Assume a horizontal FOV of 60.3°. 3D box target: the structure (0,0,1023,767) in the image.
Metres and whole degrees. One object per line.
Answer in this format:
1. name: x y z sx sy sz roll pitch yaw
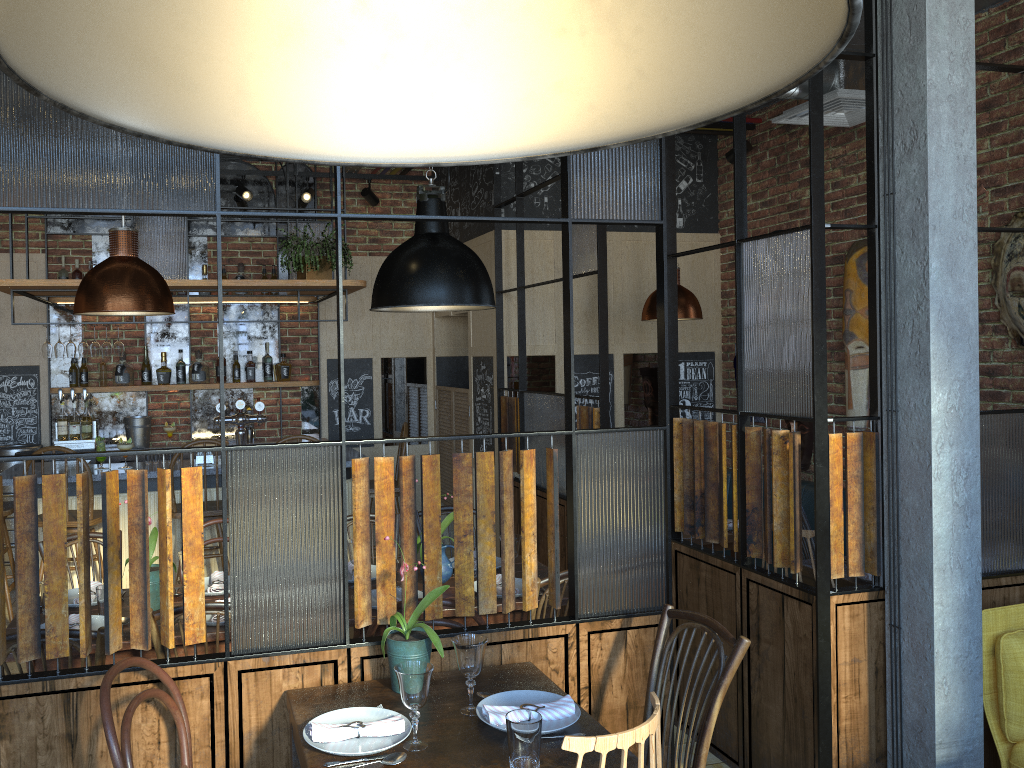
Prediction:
1. structure: -1.788 -0.106 4.415 5.599 3.325 6.296 -2 2 -34

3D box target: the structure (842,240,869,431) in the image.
1. structure: 2.009 -0.285 5.167 0.091 1.120 0.238 -1 1 -19

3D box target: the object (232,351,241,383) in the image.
1. object: -2.260 -0.140 7.226 0.063 0.263 0.069 -2 1 -37

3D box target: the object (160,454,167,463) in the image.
1. object: -2.349 0.502 5.939 0.040 0.059 0.043 -2 1 -28

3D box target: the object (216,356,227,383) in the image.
1. object: -2.379 -0.157 7.206 0.086 0.302 0.086 -1 1 2

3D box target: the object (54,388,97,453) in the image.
1. object: -3.400 0.274 6.851 0.303 0.492 0.210 -1 1 -17

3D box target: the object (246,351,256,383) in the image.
1. object: -2.152 -0.143 7.254 0.076 0.263 0.080 -1 1 -17

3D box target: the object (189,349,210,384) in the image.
1. object: -2.537 -0.141 7.142 0.168 0.283 0.123 -1 1 -3

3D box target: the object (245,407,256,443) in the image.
1. object: -2.334 0.342 7.172 0.479 0.288 0.090 -2 1 -15

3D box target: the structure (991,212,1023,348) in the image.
1. structure: 2.420 -0.468 4.018 0.123 0.726 0.605 -1 1 -20

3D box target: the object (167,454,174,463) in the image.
1. object: -2.303 0.501 5.942 0.040 0.059 0.043 -2 1 -28

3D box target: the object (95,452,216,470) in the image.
1. object: -2.311 0.487 5.722 0.748 0.106 0.205 -2 2 -16

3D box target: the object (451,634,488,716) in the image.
1. object: -0.110 0.774 2.342 0.094 0.191 0.103 -2 1 -42

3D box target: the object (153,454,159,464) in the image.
1. object: -2.388 0.504 5.910 0.040 0.059 0.043 -2 1 -28

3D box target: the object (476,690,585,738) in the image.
1. object: 0.036 0.843 2.302 0.264 0.051 0.332 -2 2 -15

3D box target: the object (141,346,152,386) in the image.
1. object: -2.928 -0.148 7.050 0.077 0.318 0.084 -2 1 -37

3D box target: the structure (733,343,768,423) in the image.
1. structure: 1.650 -0.012 6.192 0.111 0.559 0.333 -1 1 -19

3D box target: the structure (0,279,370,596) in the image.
1. structure: -2.328 0.403 6.397 2.281 2.173 1.786 -2 1 -17

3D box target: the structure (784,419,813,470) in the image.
1. structure: 1.830 0.231 5.674 0.156 0.655 0.267 -1 1 -19

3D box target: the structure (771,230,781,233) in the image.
1. structure: 1.764 -0.713 5.867 0.077 0.619 0.682 -1 1 -22

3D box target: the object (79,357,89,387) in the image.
1. object: -3.362 -0.106 6.923 0.063 0.263 0.069 -2 1 -31

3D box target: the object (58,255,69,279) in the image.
1. object: -3.514 -0.841 6.905 0.076 0.329 0.075 -1 1 6

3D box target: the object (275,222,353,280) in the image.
1. object: -1.259 -0.871 5.879 0.476 0.369 0.635 -2 2 -40

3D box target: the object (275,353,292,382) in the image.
1. object: -1.896 -0.137 7.312 0.138 0.235 0.093 -2 1 -31

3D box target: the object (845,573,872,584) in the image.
1. object: 1.519 0.767 3.521 0.264 0.051 0.332 -2 2 -15

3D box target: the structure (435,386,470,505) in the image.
1. structure: -2.225 0.610 5.888 4.771 0.994 1.330 -3 2 -43

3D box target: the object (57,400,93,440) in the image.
1. object: -3.405 0.280 6.865 0.253 0.303 0.087 -1 1 -15

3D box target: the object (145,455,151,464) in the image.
1. object: -2.436 0.506 5.897 0.040 0.059 0.043 -2 1 -28

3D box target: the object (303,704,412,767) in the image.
1. object: -0.379 0.856 2.175 0.264 0.051 0.332 -2 2 -15

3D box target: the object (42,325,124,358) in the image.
1. object: -2.764 -0.275 5.679 0.486 0.208 0.067 -2 1 -15

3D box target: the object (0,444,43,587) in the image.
1. object: -3.757 0.989 6.700 0.409 1.035 0.388 -1 1 18

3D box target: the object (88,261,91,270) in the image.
1. object: -3.328 -0.826 6.954 0.057 0.288 0.054 -1 1 21

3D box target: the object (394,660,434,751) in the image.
1. object: -0.236 0.784 2.142 0.102 0.191 0.094 -1 1 30

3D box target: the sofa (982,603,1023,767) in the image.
1. sofa: 2.503 1.159 2.361 0.757 0.762 2.081 -2 2 -34

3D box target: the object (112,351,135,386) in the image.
1. object: -3.087 -0.124 6.989 0.168 0.283 0.123 -1 1 -3

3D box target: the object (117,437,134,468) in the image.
1. object: -2.504 0.442 5.707 0.108 0.197 0.104 -1 1 10

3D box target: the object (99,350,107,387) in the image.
1. object: -3.225 -0.122 6.953 0.057 0.288 0.054 -1 1 21

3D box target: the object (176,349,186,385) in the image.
1. object: -2.678 -0.138 7.126 0.074 0.284 0.078 -1 1 -17

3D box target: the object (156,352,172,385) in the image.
1. object: -2.793 -0.124 7.069 0.114 0.265 0.120 -1 1 -17

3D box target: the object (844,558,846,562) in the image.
1. object: 1.601 0.752 3.851 0.318 0.051 0.275 -2 2 -14

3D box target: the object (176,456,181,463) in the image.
1. object: -2.258 0.500 5.954 0.041 0.059 0.042 -1 1 -7

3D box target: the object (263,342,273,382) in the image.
1. object: -2.023 -0.181 7.310 0.076 0.329 0.075 -1 1 6

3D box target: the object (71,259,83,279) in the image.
1. object: -3.427 -0.831 6.947 0.085 0.302 0.087 -1 1 -7

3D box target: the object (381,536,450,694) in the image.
1. object: -0.282 0.655 2.509 0.214 0.426 0.135 -1 1 17

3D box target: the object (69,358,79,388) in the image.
1. object: -3.434 -0.104 6.903 0.066 0.263 0.065 -1 1 4

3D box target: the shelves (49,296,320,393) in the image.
1. shelves: -2.690 -0.338 7.339 2.067 0.745 0.619 -2 1 -16

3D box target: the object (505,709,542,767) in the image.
1. object: 0.028 0.819 2.015 0.081 0.119 0.087 -2 1 -28

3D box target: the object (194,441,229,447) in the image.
1. object: -2.441 0.481 7.122 0.313 0.019 0.240 -1 2 -8

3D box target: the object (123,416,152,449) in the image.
1. object: -2.962 0.382 6.981 0.227 0.245 0.208 0 1 33

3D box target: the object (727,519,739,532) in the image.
1. object: 1.269 0.830 5.279 0.264 0.051 0.332 -2 2 -15

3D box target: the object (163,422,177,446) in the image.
1. object: -2.748 0.399 7.080 0.108 0.197 0.104 -1 1 10

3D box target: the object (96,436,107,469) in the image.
1. object: -2.651 0.439 5.685 0.066 0.211 0.072 -2 1 -35
